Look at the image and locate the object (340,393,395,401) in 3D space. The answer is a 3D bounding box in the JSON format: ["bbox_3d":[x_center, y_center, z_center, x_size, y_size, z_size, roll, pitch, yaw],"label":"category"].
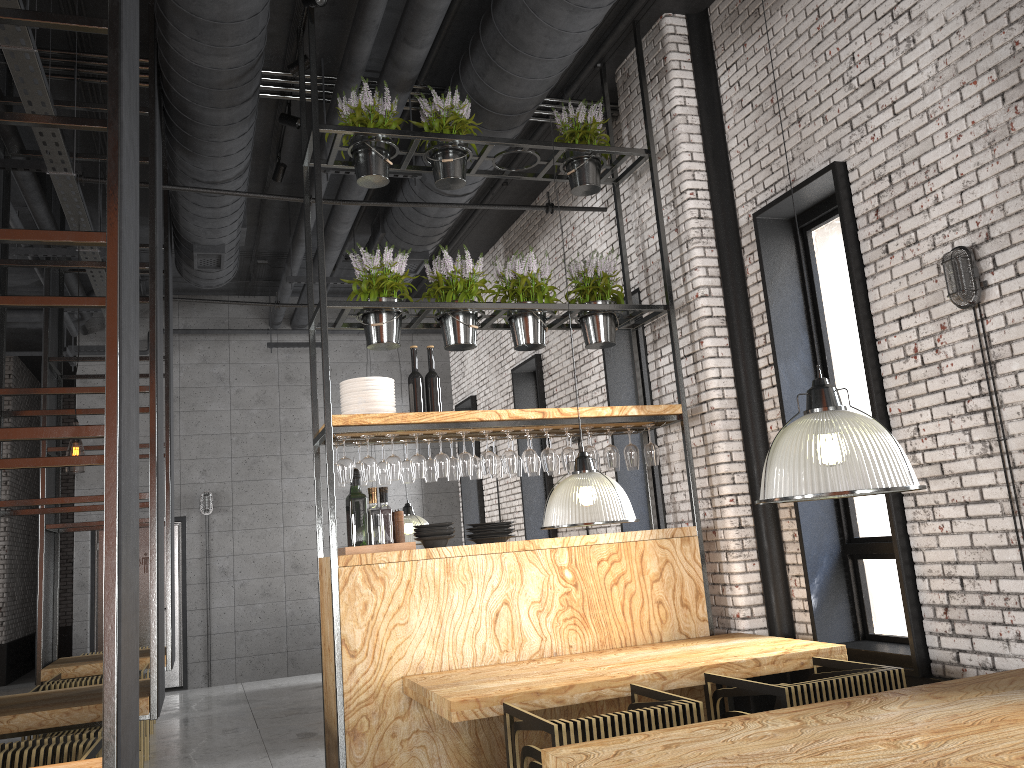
[{"bbox_3d":[-0.884,0.102,5.439,0.335,0.039,0.333,-3,-10,-12],"label":"object"}]

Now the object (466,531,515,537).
[{"bbox_3d":[-0.131,0.942,5.489,0.306,0.044,0.304,-1,-11,-19],"label":"object"}]

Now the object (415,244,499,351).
[{"bbox_3d":[-0.360,-0.507,5.800,0.467,0.561,0.415,0,-12,-25],"label":"object"}]

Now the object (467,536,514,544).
[{"bbox_3d":[-0.128,0.967,5.485,0.305,0.035,0.305,-8,-11,17],"label":"object"}]

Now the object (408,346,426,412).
[{"bbox_3d":[-0.603,-0.007,5.562,0.098,0.473,0.098,5,-15,-41],"label":"object"}]

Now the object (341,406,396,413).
[{"bbox_3d":[-0.876,0.175,5.425,0.334,0.037,0.334,-12,-13,36],"label":"object"}]

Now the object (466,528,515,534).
[{"bbox_3d":[-0.132,0.919,5.494,0.305,0.042,0.305,-10,-11,27],"label":"object"}]

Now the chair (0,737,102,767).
[{"bbox_3d":[-2.007,1.875,3.484,0.657,0.733,0.636,-1,-11,-17],"label":"chair"}]

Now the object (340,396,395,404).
[{"bbox_3d":[-0.882,0.117,5.436,0.335,0.041,0.333,-5,-10,2],"label":"object"}]

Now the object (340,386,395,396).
[{"bbox_3d":[-0.887,0.064,5.448,0.334,0.041,0.334,-13,-13,39],"label":"object"}]

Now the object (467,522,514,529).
[{"bbox_3d":[-0.135,0.893,5.500,0.305,0.049,0.305,-6,-10,5],"label":"object"}]

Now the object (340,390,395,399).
[{"bbox_3d":[-0.885,0.083,5.443,0.334,0.043,0.333,3,-13,-36],"label":"object"}]

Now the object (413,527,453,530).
[{"bbox_3d":[-0.472,0.910,5.398,0.257,0.072,0.256,-1,-11,-20],"label":"object"}]

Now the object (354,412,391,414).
[{"bbox_3d":[-0.874,0.213,5.417,0.334,0.033,0.334,-8,-11,18],"label":"object"}]

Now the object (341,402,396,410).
[{"bbox_3d":[-0.879,0.155,5.428,0.334,0.040,0.334,-12,-12,33],"label":"object"}]

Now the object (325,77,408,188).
[{"bbox_3d":[-0.938,-1.594,5.853,0.467,0.561,0.415,6,-15,-44],"label":"object"}]

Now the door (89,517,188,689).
[{"bbox_3d":[-4.606,2.735,10.946,1.120,2.111,0.158,-1,-12,-19],"label":"door"}]

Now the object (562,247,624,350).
[{"bbox_3d":[0.576,-0.533,6.096,0.416,0.561,0.465,-5,-11,-1],"label":"object"}]

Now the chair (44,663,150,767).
[{"bbox_3d":[-3.068,2.524,6.592,0.657,0.733,0.636,-1,-11,-19],"label":"chair"}]

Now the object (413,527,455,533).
[{"bbox_3d":[-0.471,0.914,5.396,0.256,0.073,0.257,-14,-14,41],"label":"object"}]

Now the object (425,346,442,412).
[{"bbox_3d":[-0.502,-0.009,5.598,0.098,0.473,0.098,5,-15,-41],"label":"object"}]

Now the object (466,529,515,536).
[{"bbox_3d":[-0.133,0.933,5.491,0.305,0.047,0.305,-10,-11,27],"label":"object"}]

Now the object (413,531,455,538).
[{"bbox_3d":[-0.470,0.939,5.392,0.257,0.076,0.256,-1,-11,-20],"label":"object"}]

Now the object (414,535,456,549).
[{"bbox_3d":[-0.468,0.962,5.387,0.257,0.068,0.256,-3,-10,-12],"label":"object"}]

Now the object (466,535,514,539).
[{"bbox_3d":[-0.129,0.957,5.486,0.306,0.041,0.305,-4,-10,-2],"label":"object"}]

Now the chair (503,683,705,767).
[{"bbox_3d":[0.392,1.712,3.703,0.657,0.733,0.636,-1,-11,-19],"label":"chair"}]

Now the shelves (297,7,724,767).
[{"bbox_3d":[-0.093,-0.069,5.776,2.333,5.038,0.687,-1,-12,-19],"label":"shelves"}]

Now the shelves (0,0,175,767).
[{"bbox_3d":[-2.723,-0.212,5.510,1.003,4.383,6.123,-1,-11,-20],"label":"shelves"}]

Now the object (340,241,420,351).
[{"bbox_3d":[-0.822,-0.505,5.598,0.466,0.561,0.415,-12,-13,35],"label":"object"}]

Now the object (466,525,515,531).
[{"bbox_3d":[-0.133,0.904,5.497,0.306,0.038,0.304,-1,-11,-18],"label":"object"}]

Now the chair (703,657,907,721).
[{"bbox_3d":[1.367,1.695,4.069,0.657,0.733,0.636,-1,-12,-21],"label":"chair"}]

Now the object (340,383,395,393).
[{"bbox_3d":[-0.889,0.045,5.451,0.333,0.044,0.334,-13,-13,40],"label":"object"}]

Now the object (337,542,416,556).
[{"bbox_3d":[-0.826,0.992,5.311,0.411,0.050,0.410,-1,-11,-20],"label":"object"}]

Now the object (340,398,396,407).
[{"bbox_3d":[-0.881,0.136,5.433,0.334,0.039,0.334,-12,-13,36],"label":"object"}]

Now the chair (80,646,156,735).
[{"bbox_3d":[-3.669,2.871,8.240,0.657,0.733,0.636,-1,-12,-20],"label":"chair"}]

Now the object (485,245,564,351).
[{"bbox_3d":[0.090,-0.515,5.968,0.416,0.561,0.466,-10,-12,26],"label":"object"}]

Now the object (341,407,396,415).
[{"bbox_3d":[-0.876,0.193,5.422,0.334,0.046,0.333,3,-13,-38],"label":"object"}]

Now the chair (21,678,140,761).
[{"bbox_3d":[-2.846,2.380,5.899,0.657,0.733,0.636,-1,-12,-20],"label":"chair"}]

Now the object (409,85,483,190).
[{"bbox_3d":[-0.434,-1.611,5.995,0.466,0.561,0.415,-11,-12,28],"label":"object"}]

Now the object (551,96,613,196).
[{"bbox_3d":[0.502,-1.635,6.300,0.416,0.561,0.465,-3,-11,-10],"label":"object"}]

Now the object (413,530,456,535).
[{"bbox_3d":[-0.470,0.932,5.394,0.257,0.076,0.256,-6,-10,6],"label":"object"}]

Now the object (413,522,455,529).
[{"bbox_3d":[-0.473,0.885,5.403,0.257,0.077,0.256,-8,-11,17],"label":"object"}]

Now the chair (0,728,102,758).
[{"bbox_3d":[-2.257,2.024,4.197,0.657,0.733,0.636,-1,-11,-18],"label":"chair"}]

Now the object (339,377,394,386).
[{"bbox_3d":[-0.891,0.007,5.459,0.334,0.039,0.334,-14,-14,43],"label":"object"}]

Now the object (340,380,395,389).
[{"bbox_3d":[-0.890,0.026,5.454,0.334,0.039,0.334,5,-14,-44],"label":"object"}]
